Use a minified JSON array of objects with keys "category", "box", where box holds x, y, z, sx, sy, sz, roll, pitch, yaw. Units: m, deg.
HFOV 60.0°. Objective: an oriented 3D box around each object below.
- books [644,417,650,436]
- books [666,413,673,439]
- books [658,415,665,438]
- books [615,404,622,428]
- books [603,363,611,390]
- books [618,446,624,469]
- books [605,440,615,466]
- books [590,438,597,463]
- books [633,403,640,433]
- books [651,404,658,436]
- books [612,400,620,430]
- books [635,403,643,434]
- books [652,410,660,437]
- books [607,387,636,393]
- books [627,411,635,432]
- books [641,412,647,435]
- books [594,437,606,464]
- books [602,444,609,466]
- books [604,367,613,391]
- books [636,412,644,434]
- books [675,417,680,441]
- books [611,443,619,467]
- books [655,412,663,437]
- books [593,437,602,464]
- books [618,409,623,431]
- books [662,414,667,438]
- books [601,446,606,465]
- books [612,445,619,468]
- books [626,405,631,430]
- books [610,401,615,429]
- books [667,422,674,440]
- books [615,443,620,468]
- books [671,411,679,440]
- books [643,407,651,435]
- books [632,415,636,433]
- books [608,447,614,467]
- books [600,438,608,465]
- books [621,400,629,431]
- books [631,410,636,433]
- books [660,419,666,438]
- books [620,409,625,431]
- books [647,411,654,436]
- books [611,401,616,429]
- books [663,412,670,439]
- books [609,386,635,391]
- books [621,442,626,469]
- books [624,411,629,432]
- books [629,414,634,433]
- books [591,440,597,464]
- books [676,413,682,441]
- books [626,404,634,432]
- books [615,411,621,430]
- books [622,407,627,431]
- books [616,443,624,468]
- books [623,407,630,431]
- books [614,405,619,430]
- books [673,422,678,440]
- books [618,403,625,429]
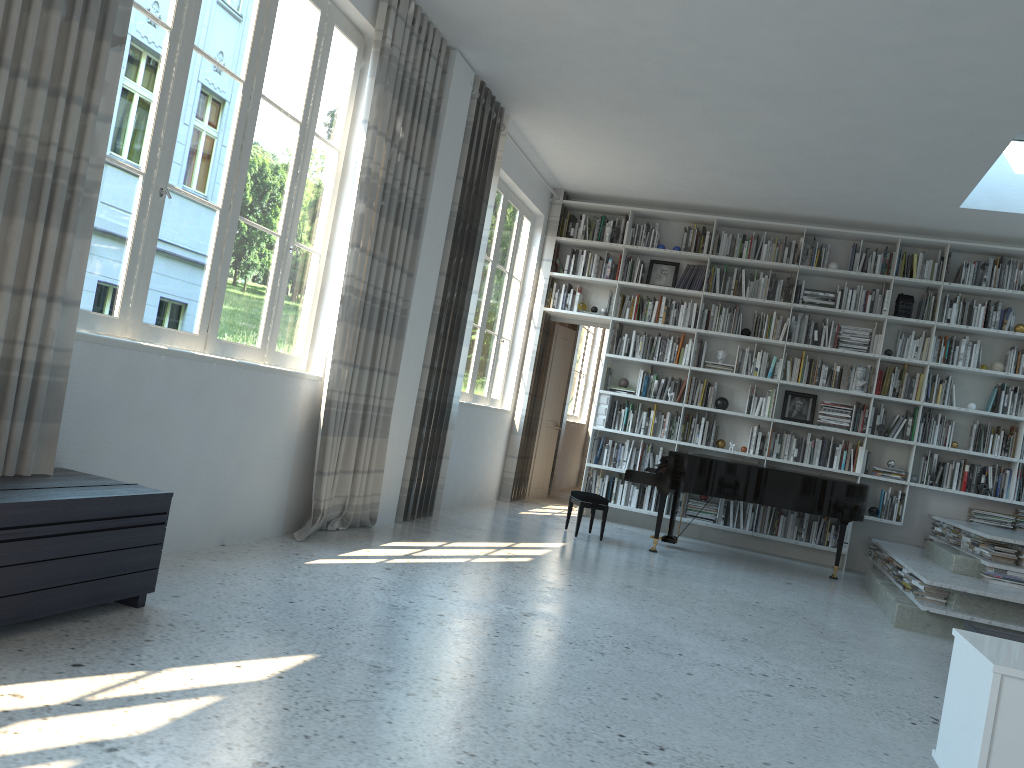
[{"category":"books","box":[1.360,0.425,8.849,0.029,0.181,0.190,10,-1,16]},{"category":"books","box":[1.563,0.420,8.812,0.013,0.260,0.142,10,-1,16]},{"category":"books","box":[1.490,0.424,8.832,0.025,0.229,0.153,10,-1,16]},{"category":"books","box":[1.077,0.336,8.939,0.007,0.264,0.177,10,-1,16]},{"category":"books","box":[0.963,-0.064,9.020,0.012,0.285,0.159,10,-1,16]},{"category":"books","box":[1.104,0.737,8.910,0.028,0.229,0.157,10,-1,16]},{"category":"books","box":[0.988,0.698,8.943,0.029,0.266,0.172,10,-1,16]},{"category":"books","box":[0.831,0.679,9.005,0.012,0.254,0.161,10,-1,16]},{"category":"books","box":[1.254,0.347,8.881,0.019,0.300,0.180,10,-1,16]},{"category":"books","box":[1.420,0.364,8.844,0.021,0.323,0.172,10,-1,16]},{"category":"books","box":[1.051,0.317,8.960,0.014,0.294,0.171,10,-1,16]},{"category":"books","box":[1.273,0.348,8.888,0.012,0.306,0.189,10,-1,16]},{"category":"books","box":[1.436,0.398,8.829,0.028,0.260,0.181,10,-1,16]},{"category":"books","box":[1.117,0.063,8.957,0.285,0.012,0.159,9,-2,20]},{"category":"books","box":[1.193,0.378,8.900,0.015,0.219,0.190,10,-1,16]},{"category":"books","box":[1.327,0.396,8.871,0.027,0.230,0.159,10,-1,16]},{"category":"books","box":[0.895,0.674,8.965,0.052,0.283,0.172,10,-1,16]},{"category":"books","box":[0.957,0.716,8.944,0.022,0.220,0.187,10,-1,16]},{"category":"books","box":[0.975,-0.041,9.004,0.028,0.243,0.156,10,-1,16]},{"category":"books","box":[1.298,0.391,8.897,0.045,0.230,0.138,10,-1,16]},{"category":"books","box":[1.642,0.443,8.774,0.010,0.240,0.174,10,-1,16]},{"category":"books","box":[1.041,0.717,8.953,0.022,0.248,0.134,10,-1,16]},{"category":"books","box":[1.463,0.409,8.826,0.028,0.249,0.159,10,-1,16]},{"category":"books","box":[0.863,0.671,8.966,0.011,0.277,0.189,10,-1,16]},{"category":"books","box":[1.111,0.365,8.939,0.015,0.218,0.176,10,-1,16]},{"category":"books","box":[1.530,0.422,8.819,0.010,0.246,0.160,10,-1,16]},{"category":"books","box":[0.939,0.725,8.971,0.024,0.197,0.148,10,-1,16]},{"category":"books","box":[1.053,0.731,8.913,0.028,0.223,0.189,10,-1,16]},{"category":"books","box":[1.185,0.348,8.923,0.009,0.278,0.158,10,-1,16]},{"category":"books","box":[1.027,0.318,8.976,0.008,0.285,0.159,10,-1,16]},{"category":"books","box":[1.581,0.463,8.803,0.041,0.181,0.141,10,-1,16]},{"category":"books","box":[1.076,0.717,8.910,0.013,0.257,0.189,10,-1,16]},{"category":"books","box":[1.611,0.414,8.778,0.014,0.286,0.179,10,-1,16]},{"category":"books","box":[1.351,0.373,8.864,0.014,0.282,0.150,10,-1,16]},{"category":"books","box":[1.251,0.348,8.919,0.009,0.299,0.141,10,-1,16]},{"category":"books","box":[1.013,0.737,8.955,0.025,0.200,0.137,10,-1,16]},{"category":"books","box":[0.929,0.685,8.976,0.010,0.273,0.150,10,-1,16]},{"category":"books","box":[1.142,0.321,8.929,0.006,0.315,0.145,10,-1,16]},{"category":"books","box":[1.232,0.380,8.921,0.016,0.230,0.136,10,-1,16]},{"category":"books","box":[1.511,0.445,8.828,0.023,0.194,0.140,10,-1,16]},{"category":"books","box":[1.121,0.367,8.923,0.015,0.217,0.180,10,-1,16]},{"category":"books","box":[1.395,0.395,8.852,0.026,0.254,0.176,10,-1,16]},{"category":"books","box":[1.038,0.317,8.971,0.016,0.289,0.152,10,-1,16]},{"category":"books","box":[1.542,0.413,8.798,0.021,0.265,0.185,10,-1,16]},{"category":"books","box":[1.121,0.051,8.964,0.254,0.012,0.161,10,-2,17]},{"category":"books","box":[1.133,0.719,8.923,0.013,0.273,0.146,10,-1,16]},{"category":"books","box":[1.169,0.379,8.934,0.016,0.211,0.146,10,-1,16]},{"category":"books","box":[1.204,0.395,8.892,0.016,0.189,0.183,10,-1,16]},{"category":"books","box":[0.845,0.688,8.986,0.029,0.239,0.154,10,-1,16]},{"category":"books","box":[1.668,0.428,8.791,0.024,0.280,0.136,10,-1,16]},{"category":"books","box":[1.187,0.343,8.898,0.007,0.286,0.182,10,-1,16]},{"category":"books","box":[1.078,0.374,8.920,0.019,0.189,0.193,10,-1,16]},{"category":"books","box":[1.145,0.358,8.924,0.014,0.243,0.171,10,-1,16]},{"category":"books","box":[1.085,0.721,8.902,0.010,0.252,0.178,10,-1,16]},{"category":"books","box":[1.152,0.358,8.907,0.009,0.244,0.184,10,-1,16]},{"category":"books","box":[1.067,0.338,8.962,0.022,0.257,0.141,10,-1,16]},{"category":"books","box":[1.629,0.469,8.803,0.023,0.187,0.130,10,-1,16]},{"category":"books","box":[1.104,0.333,8.937,0.008,0.279,0.164,10,-1,16]}]
